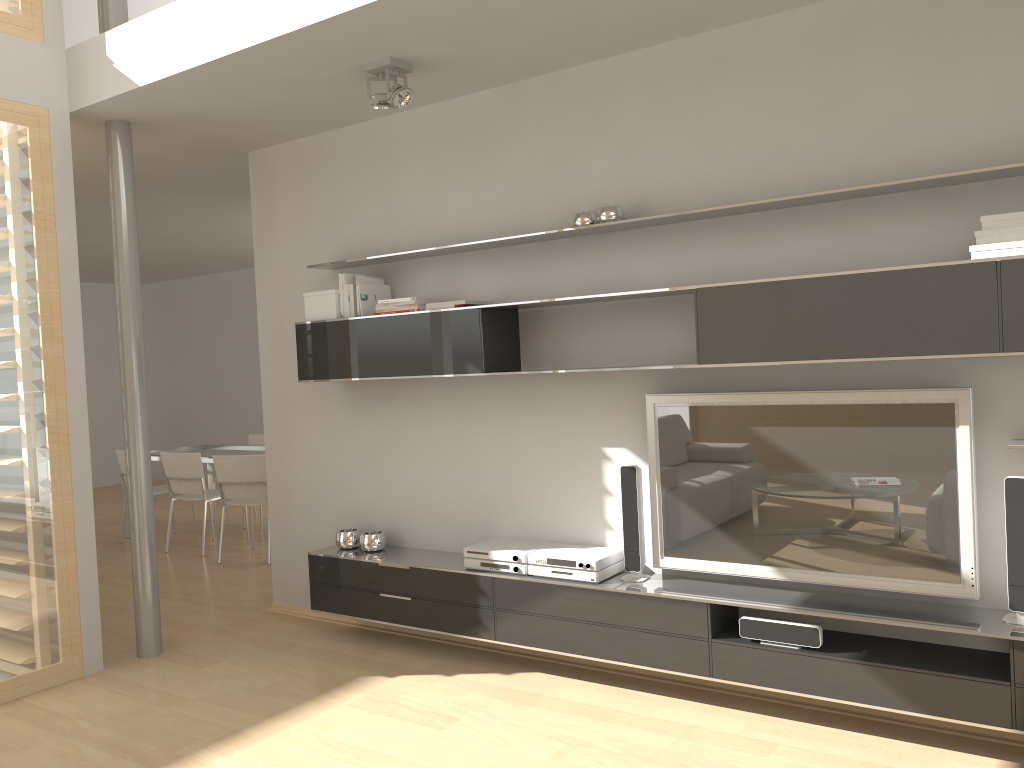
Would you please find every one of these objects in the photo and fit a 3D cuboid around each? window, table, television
[{"bbox_3d":[-3.030,-2.726,3.012,0.020,2.200,2.525,-2,2,34],"label":"window"},{"bbox_3d":[-2.292,0.942,7.618,2.199,0.746,0.900,-2,2,34],"label":"table"},{"bbox_3d":[-2.892,0.120,3.089,0.020,2.500,2.525,-2,2,34],"label":"window"},{"bbox_3d":[1.106,0.392,3.422,1.224,0.735,0.096,-2,2,35],"label":"television"}]

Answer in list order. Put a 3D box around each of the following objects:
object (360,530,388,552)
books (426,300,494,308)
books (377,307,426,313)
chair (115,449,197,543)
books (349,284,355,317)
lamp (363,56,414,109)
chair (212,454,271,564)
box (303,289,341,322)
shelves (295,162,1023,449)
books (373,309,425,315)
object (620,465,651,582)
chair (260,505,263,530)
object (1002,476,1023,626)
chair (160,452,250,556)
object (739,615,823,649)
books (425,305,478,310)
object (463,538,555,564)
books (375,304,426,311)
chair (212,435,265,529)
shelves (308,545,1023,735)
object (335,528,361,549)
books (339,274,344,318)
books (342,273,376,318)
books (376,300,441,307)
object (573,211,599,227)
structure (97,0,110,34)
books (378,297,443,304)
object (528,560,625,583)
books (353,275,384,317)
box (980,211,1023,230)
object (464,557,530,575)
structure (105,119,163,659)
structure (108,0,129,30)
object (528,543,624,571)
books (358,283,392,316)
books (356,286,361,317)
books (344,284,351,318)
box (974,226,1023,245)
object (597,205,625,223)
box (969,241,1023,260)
[{"bbox_3d":[-0.720,0.818,4.611,0.143,0.091,0.143,-3,2,-23],"label":"object"},{"bbox_3d":[-0.243,-0.374,4.168,0.230,0.017,0.227,-2,2,34],"label":"books"},{"bbox_3d":[-0.498,-0.360,4.332,0.268,0.011,0.190,-2,2,36],"label":"books"},{"bbox_3d":[-3.074,0.950,7.644,0.455,0.807,0.501,-1,2,44],"label":"chair"},{"bbox_3d":[-0.736,-0.420,4.529,0.027,0.169,0.230,-2,2,34],"label":"books"},{"bbox_3d":[-0.522,-1.269,3.793,0.214,0.195,0.150,-2,2,34],"label":"lamp"},{"bbox_3d":[-1.942,0.918,6.787,0.455,0.807,0.501,-2,2,14],"label":"chair"},{"bbox_3d":[-0.914,-0.404,4.610,0.232,0.149,0.232,-2,2,34],"label":"box"},{"bbox_3d":[0.710,-0.222,3.531,4.236,0.914,0.300,-2,2,34],"label":"shelves"},{"bbox_3d":[-0.494,-0.348,4.330,0.297,0.013,0.210,-2,2,34],"label":"books"},{"bbox_3d":[0.512,0.585,3.759,0.111,0.483,0.116,-2,2,31],"label":"object"},{"bbox_3d":[-1.951,0.886,8.004,0.455,0.807,0.501,-2,2,34],"label":"chair"},{"bbox_3d":[1.695,0.549,2.955,0.111,0.483,0.116,-1,2,41],"label":"object"},{"bbox_3d":[-2.500,0.934,7.220,0.455,0.807,0.501,-2,2,29],"label":"chair"},{"bbox_3d":[1.003,0.919,3.291,0.300,0.092,0.085,-2,2,34],"label":"object"},{"bbox_3d":[-0.250,-0.357,4.179,0.190,0.015,0.254,-1,2,41],"label":"books"},{"bbox_3d":[-0.017,0.770,4.091,0.349,0.049,0.262,-2,2,34],"label":"object"},{"bbox_3d":[-0.508,-0.373,4.336,0.254,0.015,0.190,-2,2,30],"label":"books"},{"bbox_3d":[-2.485,0.902,8.360,0.455,0.807,0.501,-2,2,34],"label":"chair"},{"bbox_3d":[0.769,0.975,3.563,4.236,0.312,0.300,-2,2,34],"label":"shelves"},{"bbox_3d":[-0.866,0.822,4.711,0.143,0.091,0.143,-3,2,-23],"label":"object"},{"bbox_3d":[-0.798,-0.447,4.561,0.017,0.227,0.230,-2,2,34],"label":"books"},{"bbox_3d":[-0.779,-0.448,4.557,0.017,0.227,0.230,-2,2,34],"label":"books"},{"bbox_3d":[-0.504,-0.388,4.329,0.254,0.015,0.190,-2,2,36],"label":"books"},{"bbox_3d":[0.321,-0.710,3.864,0.115,0.081,0.115,-2,2,15],"label":"object"},{"bbox_3d":[-2.053,-2.811,4.416,0.121,2.400,0.122,-2,2,22],"label":"structure"},{"bbox_3d":[-0.494,-0.405,4.337,0.227,0.017,0.230,-2,2,29],"label":"books"},{"bbox_3d":[0.281,0.809,3.896,0.349,0.049,0.250,-2,2,34],"label":"object"},{"bbox_3d":[-0.724,-0.440,4.504,0.021,0.210,0.207,-2,2,34],"label":"books"},{"bbox_3d":[1.633,-0.525,2.893,0.168,0.047,0.168,-2,2,34],"label":"box"},{"bbox_3d":[-0.015,0.819,4.092,0.349,0.049,0.262,-2,2,34],"label":"object"},{"bbox_3d":[-1.915,0.034,4.494,0.121,2.700,0.122,-2,2,22],"label":"structure"},{"bbox_3d":[0.116,-2.121,2.775,5.400,0.900,0.080,-2,2,34],"label":"structure"},{"bbox_3d":[0.276,0.761,3.890,0.349,0.049,0.262,-2,2,34],"label":"object"},{"bbox_3d":[-0.690,-0.422,4.500,0.023,0.169,0.230,-2,2,34],"label":"books"},{"bbox_3d":[-0.709,-0.414,4.497,0.009,0.156,0.207,-2,2,34],"label":"books"},{"bbox_3d":[-0.763,-0.419,4.538,0.027,0.169,0.230,-2,2,34],"label":"books"},{"bbox_3d":[1.636,-0.478,2.895,0.200,0.047,0.200,-2,2,34],"label":"box"},{"bbox_3d":[0.418,-0.711,3.746,0.115,0.081,0.115,-2,2,15],"label":"object"},{"bbox_3d":[1.639,-0.431,2.894,0.232,0.047,0.232,-2,2,34],"label":"box"}]
